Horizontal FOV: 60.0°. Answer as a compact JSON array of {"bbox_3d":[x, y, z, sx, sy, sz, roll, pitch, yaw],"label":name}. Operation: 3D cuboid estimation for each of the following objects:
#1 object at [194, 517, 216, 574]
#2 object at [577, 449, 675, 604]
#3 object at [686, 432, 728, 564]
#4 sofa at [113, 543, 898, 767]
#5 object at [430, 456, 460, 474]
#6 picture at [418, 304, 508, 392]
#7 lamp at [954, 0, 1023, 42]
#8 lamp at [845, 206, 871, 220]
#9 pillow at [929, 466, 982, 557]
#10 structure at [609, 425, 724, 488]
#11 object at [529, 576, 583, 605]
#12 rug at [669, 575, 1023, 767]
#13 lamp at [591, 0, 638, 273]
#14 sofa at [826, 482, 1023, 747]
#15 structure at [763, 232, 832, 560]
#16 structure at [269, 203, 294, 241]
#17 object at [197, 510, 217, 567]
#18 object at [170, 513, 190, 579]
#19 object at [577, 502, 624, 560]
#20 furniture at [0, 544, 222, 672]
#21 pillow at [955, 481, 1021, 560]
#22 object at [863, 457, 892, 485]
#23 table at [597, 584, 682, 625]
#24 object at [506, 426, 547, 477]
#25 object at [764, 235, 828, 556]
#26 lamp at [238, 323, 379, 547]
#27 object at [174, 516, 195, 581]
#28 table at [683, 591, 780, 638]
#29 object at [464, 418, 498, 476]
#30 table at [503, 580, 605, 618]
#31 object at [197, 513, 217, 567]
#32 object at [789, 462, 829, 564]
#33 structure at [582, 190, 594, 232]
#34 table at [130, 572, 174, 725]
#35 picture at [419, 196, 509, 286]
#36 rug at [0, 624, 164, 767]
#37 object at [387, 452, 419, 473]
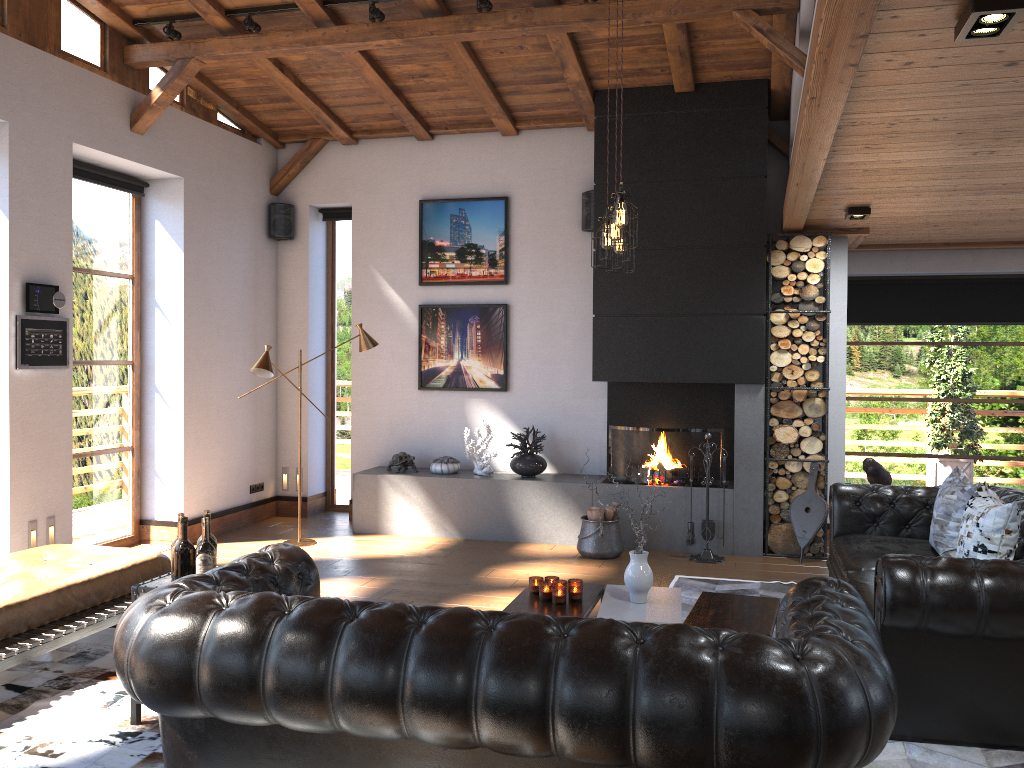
[{"bbox_3d":[-1.326,0.721,3.829,0.088,0.286,0.087,0,1,-8],"label":"object"},{"bbox_3d":[0.614,0.703,4.471,0.402,0.808,0.626,1,1,26],"label":"object"},{"bbox_3d":[1.558,0.894,7.061,0.311,1.017,0.304,0,1,-30],"label":"object"},{"bbox_3d":[-0.051,1.081,3.056,2.552,0.838,1.247,1,1,14],"label":"sofa"},{"bbox_3d":[-0.619,0.740,8.146,0.279,0.160,0.261,1,1,17],"label":"object"},{"bbox_3d":[-0.467,-0.342,8.353,0.874,0.816,0.036,1,1,14],"label":"picture"},{"bbox_3d":[1.483,-1.145,2.752,0.154,0.068,0.263,1,2,15],"label":"lamp"},{"bbox_3d":[2.508,-1.243,6.432,0.154,0.068,0.263,1,2,15],"label":"lamp"},{"bbox_3d":[2.562,0.731,5.103,0.281,0.469,0.532,1,1,18],"label":"pillow"},{"bbox_3d":[1.293,0.626,7.514,0.977,0.514,0.184,1,1,14],"label":"structure"},{"bbox_3d":[0.233,1.060,4.592,0.249,0.081,0.299,-1,2,-37],"label":"object"},{"bbox_3d":[1.785,1.453,4.255,2.417,0.053,4.070,1,2,16],"label":"rug"},{"bbox_3d":[0.591,-1.776,5.082,0.261,2.201,0.805,1,1,6],"label":"lamp"},{"bbox_3d":[2.382,1.054,4.652,1.232,0.838,2.581,1,2,15],"label":"sofa"},{"bbox_3d":[2.364,0.089,7.370,0.499,2.616,0.515,1,1,15],"label":"structure"},{"bbox_3d":[-2.266,-1.594,8.714,0.212,0.349,0.215,1,1,15],"label":"structure"},{"bbox_3d":[-1.382,0.715,4.018,0.087,0.286,0.088,1,1,25],"label":"object"},{"bbox_3d":[-1.470,0.717,3.938,0.087,0.286,0.088,1,1,27],"label":"object"},{"bbox_3d":[0.717,1.182,7.186,0.379,0.431,0.389,1,2,41],"label":"object"},{"bbox_3d":[-2.718,1.221,4.465,1.168,0.436,2.776,1,2,15],"label":"furniture"},{"bbox_3d":[2.379,0.749,4.444,0.281,0.469,0.532,1,1,18],"label":"pillow"},{"bbox_3d":[2.562,0.670,6.200,0.251,0.319,0.148,0,1,-34],"label":"object"},{"bbox_3d":[0.655,1.281,4.494,0.398,0.350,0.653,1,1,10],"label":"table"},{"bbox_3d":[0.146,0.600,7.924,0.337,0.455,0.337,1,1,40],"label":"object"},{"bbox_3d":[2.360,0.095,7.380,0.491,2.611,0.469,1,1,15],"label":"object"},{"bbox_3d":[-1.754,0.414,7.501,0.521,1.898,1.337,1,1,36],"label":"lamp"},{"bbox_3d":[-1.425,0.719,3.858,0.089,0.286,0.086,0,1,-35],"label":"object"},{"bbox_3d":[1.085,1.289,4.348,0.397,0.350,0.655,1,2,20],"label":"table"},{"bbox_3d":[-0.291,0.568,7.967,0.261,0.532,0.424,0,1,-16],"label":"object"},{"bbox_3d":[0.227,1.276,4.578,0.398,0.350,0.654,1,1,15],"label":"table"},{"bbox_3d":[-1.351,0.718,3.925,0.087,0.286,0.087,0,1,-7],"label":"object"},{"bbox_3d":[2.364,1.017,7.060,0.268,0.795,0.263,0,1,-2],"label":"object"},{"bbox_3d":[0.721,-1.549,7.952,0.212,0.349,0.215,1,1,15],"label":"structure"},{"bbox_3d":[-1.387,1.161,3.934,0.403,0.609,0.420,1,1,15],"label":"table"},{"bbox_3d":[-0.460,-1.337,8.338,0.874,0.816,0.036,1,1,14],"label":"picture"},{"bbox_3d":[-1.525,1.436,3.956,3.785,0.053,2.447,1,2,15],"label":"rug"},{"bbox_3d":[-1.006,0.723,8.224,0.229,0.183,0.401,0,2,-31],"label":"object"}]
